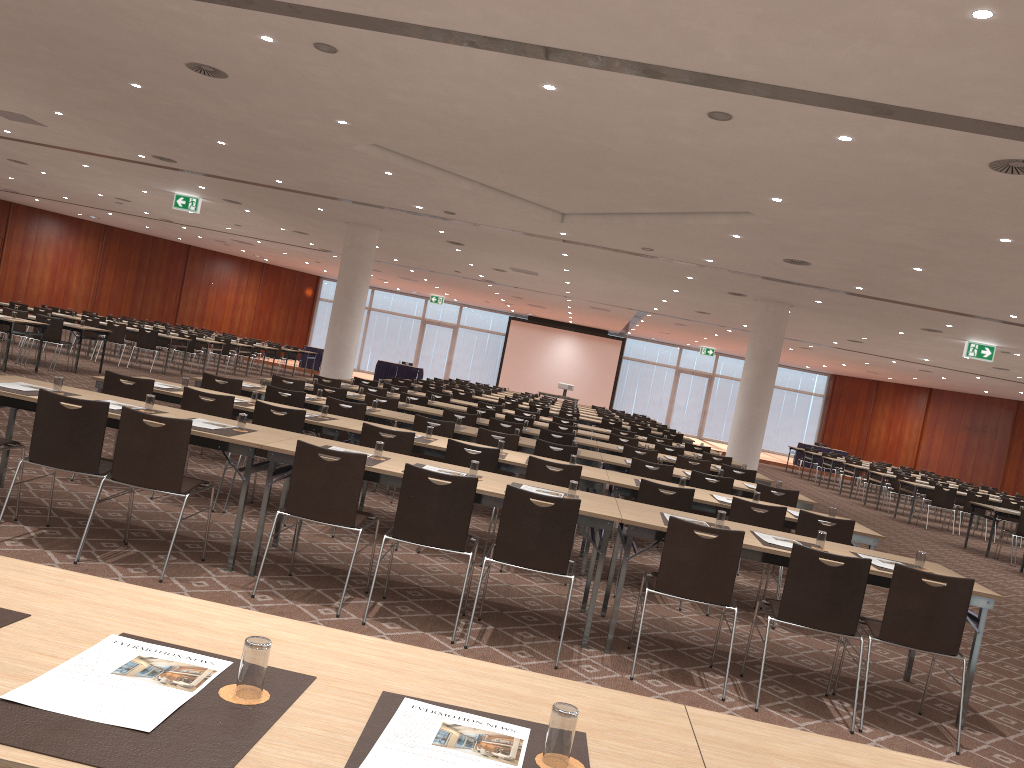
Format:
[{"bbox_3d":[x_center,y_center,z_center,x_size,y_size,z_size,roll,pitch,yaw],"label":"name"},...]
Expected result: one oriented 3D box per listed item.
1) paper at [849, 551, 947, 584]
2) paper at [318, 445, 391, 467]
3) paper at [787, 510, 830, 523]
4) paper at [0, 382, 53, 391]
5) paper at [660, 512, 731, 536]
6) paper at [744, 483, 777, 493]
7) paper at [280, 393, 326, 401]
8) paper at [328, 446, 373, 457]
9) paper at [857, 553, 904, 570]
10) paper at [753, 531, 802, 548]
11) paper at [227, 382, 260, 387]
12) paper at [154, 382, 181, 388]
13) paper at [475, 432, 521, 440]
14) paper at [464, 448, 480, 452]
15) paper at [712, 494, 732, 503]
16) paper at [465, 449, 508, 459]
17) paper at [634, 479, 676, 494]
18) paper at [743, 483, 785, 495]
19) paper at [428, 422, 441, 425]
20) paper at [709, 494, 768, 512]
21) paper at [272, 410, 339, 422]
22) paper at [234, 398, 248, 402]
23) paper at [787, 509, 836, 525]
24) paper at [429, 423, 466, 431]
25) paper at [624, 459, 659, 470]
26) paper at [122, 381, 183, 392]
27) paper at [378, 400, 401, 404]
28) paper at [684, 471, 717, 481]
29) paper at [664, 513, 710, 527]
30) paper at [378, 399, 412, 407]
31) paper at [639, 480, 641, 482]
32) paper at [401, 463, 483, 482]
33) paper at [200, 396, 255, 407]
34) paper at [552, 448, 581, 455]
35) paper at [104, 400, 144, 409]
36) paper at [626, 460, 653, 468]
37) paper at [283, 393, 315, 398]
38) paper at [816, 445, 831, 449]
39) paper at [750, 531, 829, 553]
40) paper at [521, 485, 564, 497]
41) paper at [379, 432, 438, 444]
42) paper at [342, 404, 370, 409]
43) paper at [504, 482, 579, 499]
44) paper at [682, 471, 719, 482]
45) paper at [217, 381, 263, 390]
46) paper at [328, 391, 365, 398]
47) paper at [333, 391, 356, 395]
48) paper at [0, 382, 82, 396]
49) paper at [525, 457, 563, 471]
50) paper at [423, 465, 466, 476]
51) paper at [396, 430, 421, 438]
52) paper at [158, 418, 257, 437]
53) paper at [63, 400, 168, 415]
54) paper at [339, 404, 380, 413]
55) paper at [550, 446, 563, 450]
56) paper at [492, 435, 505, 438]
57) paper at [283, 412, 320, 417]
[{"bbox_3d":[2.437,1.153,5.571,0.460,0.003,0.565,11,1,4],"label":"paper"},{"bbox_3d":[-1.072,0.465,5.786,0.460,0.003,0.565,11,1,4],"label":"paper"},{"bbox_3d":[2.541,1.134,7.618,0.283,0.006,0.398,11,1,4],"label":"paper"},{"bbox_3d":[-3.327,0.017,6.036,0.283,0.006,0.398,11,1,4],"label":"paper"},{"bbox_3d":[1.190,0.908,5.678,0.460,0.003,0.565,11,1,7],"label":"paper"},{"bbox_3d":[2.691,1.128,9.617,0.283,0.006,0.398,11,1,1],"label":"paper"},{"bbox_3d":[-2.355,0.142,9.935,0.460,0.003,0.565,11,1,7],"label":"paper"},{"bbox_3d":[-1.091,0.456,5.867,0.283,0.006,0.398,11,1,2],"label":"paper"},{"bbox_3d":[2.385,1.139,5.605,0.283,0.006,0.398,11,1,4],"label":"paper"},{"bbox_3d":[1.735,1.010,5.696,0.283,0.006,0.398,11,1,2],"label":"paper"},{"bbox_3d":[-3.029,0.005,10.014,0.283,0.006,0.398,11,1,6],"label":"paper"},{"bbox_3d":[-3.184,0.009,8.042,0.283,0.006,0.398,11,1,5],"label":"paper"},{"bbox_3d":[-0.143,0.576,9.770,0.460,0.003,0.565,11,1,6],"label":"paper"},{"bbox_3d":[-0.299,0.576,7.826,0.283,0.006,0.398,11,1,5],"label":"paper"},{"bbox_3d":[1.899,1.008,7.656,0.283,0.006,0.398,11,1,5],"label":"paper"},{"bbox_3d":[-0.276,0.586,7.753,0.460,0.003,0.565,11,1,3],"label":"paper"},{"bbox_3d":[1.290,0.893,7.650,0.460,0.003,0.565,11,1,6],"label":"paper"},{"bbox_3d":[2.751,1.145,9.559,0.460,0.003,0.565,11,1,7],"label":"paper"},{"bbox_3d":[-0.801,0.442,9.876,0.283,0.006,0.398,11,1,3],"label":"paper"},{"bbox_3d":[1.960,1.025,7.584,0.460,0.003,0.565,11,1,3],"label":"paper"},{"bbox_3d":[-1.843,0.278,7.887,0.460,0.003,0.565,11,1,7],"label":"paper"},{"bbox_3d":[-2.561,0.132,7.997,0.283,0.006,0.398,11,1,4],"label":"paper"},{"bbox_3d":[2.600,1.150,7.564,0.460,0.003,0.565,11,1,7],"label":"paper"},{"bbox_3d":[-0.765,0.454,9.794,0.460,0.003,0.565,11,1,6],"label":"paper"},{"bbox_3d":[1.457,0.891,9.640,0.460,0.003,0.565,11,1,4],"label":"paper"},{"bbox_3d":[-3.148,0.022,7.971,0.460,0.003,0.565,11,1,6],"label":"paper"},{"bbox_3d":[-1.630,0.245,11.905,0.283,0.006,0.398,11,1,5],"label":"paper"},{"bbox_3d":[2.050,1.002,9.650,0.283,0.006,0.398,11,1,1],"label":"paper"},{"bbox_3d":[1.140,0.893,5.736,0.283,0.006,0.398,11,1,4],"label":"paper"},{"bbox_3d":[-1.595,0.256,11.857,0.460,0.003,0.565,11,1,4],"label":"paper"},{"bbox_3d":[1.258,0.882,7.703,0.283,0.006,0.398,11,1,4],"label":"paper"},{"bbox_3d":[-0.444,0.588,5.773,0.460,0.003,0.565,11,1,4],"label":"paper"},{"bbox_3d":[-2.499,0.149,7.918,0.460,0.003,0.565,11,1,3],"label":"paper"},{"bbox_3d":[0.522,0.707,9.716,0.460,0.003,0.565,11,1,7],"label":"paper"},{"bbox_3d":[-2.700,0.140,5.990,0.283,0.006,0.398,11,1,7],"label":"paper"},{"bbox_3d":[1.397,0.874,9.711,0.283,0.006,0.398,11,1,5],"label":"paper"},{"bbox_3d":[-2.393,0.130,9.974,0.283,0.006,0.398,11,1,3],"label":"paper"},{"bbox_3d":[11.307,2.289,32.068,0.460,0.003,0.565,11,1,4],"label":"paper"},{"bbox_3d":[1.782,1.025,5.636,0.460,0.003,0.565,11,1,7],"label":"paper"},{"bbox_3d":[0.190,0.707,5.783,0.283,0.006,0.398,11,1,7],"label":"paper"},{"bbox_3d":[-0.916,0.460,7.792,0.460,0.003,0.565,11,1,4],"label":"paper"},{"bbox_3d":[-1.761,0.254,9.926,0.283,0.006,0.398,11,1,1],"label":"paper"},{"bbox_3d":[0.202,0.714,5.750,0.460,0.003,0.565,11,1,5],"label":"paper"},{"bbox_3d":[2.097,1.016,9.594,0.460,0.003,0.565,11,1,5],"label":"paper"},{"bbox_3d":[-3.001,0.016,9.931,0.460,0.003,0.565,11,1,3],"label":"paper"},{"bbox_3d":[-2.211,0.135,11.905,0.460,0.003,0.565,11,1,4],"label":"paper"},{"bbox_3d":[-2.253,0.122,11.967,0.283,0.006,0.398,11,1,3],"label":"paper"},{"bbox_3d":[-3.267,0.034,5.946,0.460,0.003,0.565,11,1,7],"label":"paper"},{"bbox_3d":[0.352,0.709,7.719,0.460,0.003,0.565,11,1,4],"label":"paper"},{"bbox_3d":[-0.458,0.580,5.824,0.283,0.006,0.398,11,1,5],"label":"paper"},{"bbox_3d":[-0.971,0.444,7.880,0.283,0.006,0.398,11,1,5],"label":"paper"},{"bbox_3d":[-1.994,0.284,5.866,0.460,0.003,0.565,11,1,2],"label":"paper"},{"bbox_3d":[-2.646,0.155,5.922,0.460,0.003,0.565,11,1,6],"label":"paper"},{"bbox_3d":[-1.736,0.264,9.866,0.460,0.003,0.565,11,1,5],"label":"paper"},{"bbox_3d":[0.443,0.687,9.757,0.283,0.006,0.398,11,1,3],"label":"paper"},{"bbox_3d":[-0.189,0.563,9.818,0.283,0.006,0.398,11,1,4],"label":"paper"},{"bbox_3d":[-1.913,0.259,7.925,0.283,0.006,0.398,11,1,5],"label":"paper"}]
